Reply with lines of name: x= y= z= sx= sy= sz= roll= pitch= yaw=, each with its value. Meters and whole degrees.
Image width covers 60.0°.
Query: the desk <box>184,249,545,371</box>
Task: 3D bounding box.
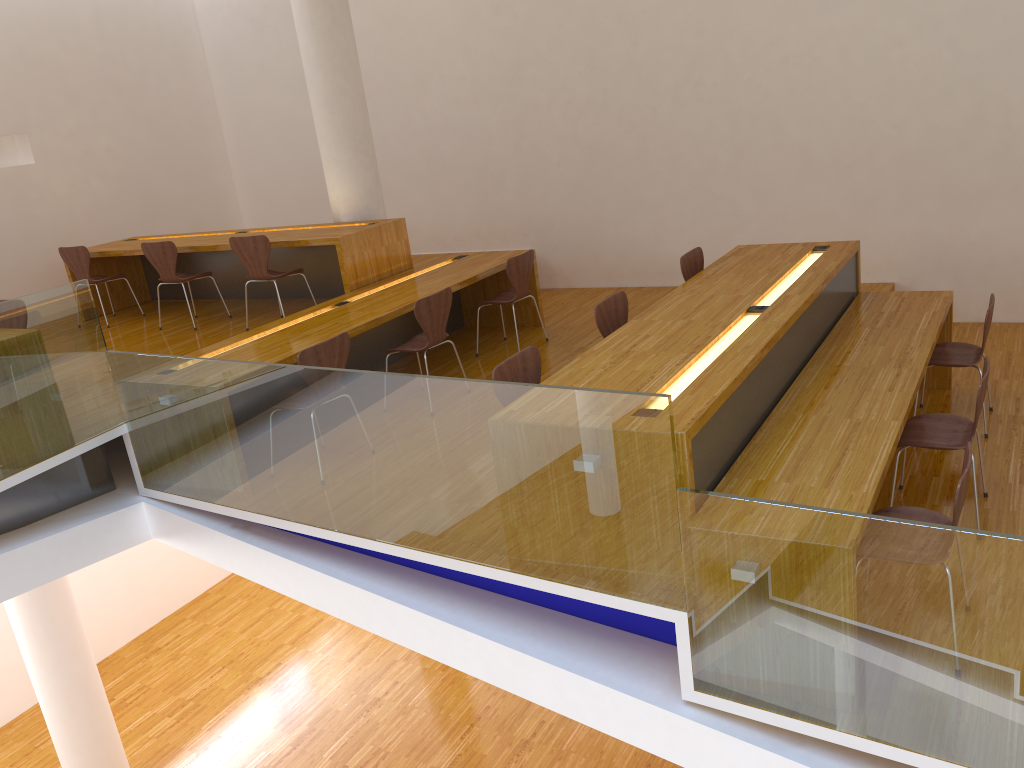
desk: x=-0.896 y=-0.243 z=5.818 sx=0.760 sy=0.606 sz=3.185 roll=3 pitch=21 yaw=31

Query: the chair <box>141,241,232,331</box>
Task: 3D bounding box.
chair: x=-2.555 y=-0.803 z=6.934 sx=0.428 sy=0.693 sz=0.381 roll=3 pitch=21 yaw=31

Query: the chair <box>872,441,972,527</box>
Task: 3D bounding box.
chair: x=1.398 y=0.570 z=3.125 sx=0.381 sy=0.693 sz=0.428 roll=3 pitch=21 yaw=31

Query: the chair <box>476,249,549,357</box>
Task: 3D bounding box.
chair: x=-0.042 y=-0.584 z=6.344 sx=0.381 sy=0.693 sz=0.428 roll=3 pitch=21 yaw=31

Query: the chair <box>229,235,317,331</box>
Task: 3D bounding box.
chair: x=-1.721 y=-0.764 z=6.437 sx=0.428 sy=0.693 sz=0.381 roll=3 pitch=21 yaw=31

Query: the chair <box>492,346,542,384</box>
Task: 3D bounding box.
chair: x=0.203 y=0.218 z=3.718 sx=0.381 sy=0.693 sz=0.428 roll=3 pitch=21 yaw=31

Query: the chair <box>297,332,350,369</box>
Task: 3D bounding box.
chair: x=-1.044 y=0.102 z=4.643 sx=0.381 sy=0.693 sz=0.428 roll=3 pitch=21 yaw=31

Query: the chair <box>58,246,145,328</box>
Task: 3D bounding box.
chair: x=-3.496 y=-0.861 z=7.538 sx=0.428 sy=0.693 sz=0.381 roll=3 pitch=21 yaw=31

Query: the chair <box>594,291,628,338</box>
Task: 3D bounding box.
chair: x=0.684 y=-0.100 z=4.500 sx=0.381 sy=0.693 sz=0.428 roll=3 pitch=21 yaw=31

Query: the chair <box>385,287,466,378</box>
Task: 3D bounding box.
chair: x=-0.563 y=-0.216 z=5.425 sx=0.381 sy=0.693 sz=0.428 roll=3 pitch=21 yaw=31

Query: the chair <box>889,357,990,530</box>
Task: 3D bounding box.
chair: x=1.880 y=0.251 z=3.907 sx=0.381 sy=0.693 sz=0.428 roll=3 pitch=21 yaw=31

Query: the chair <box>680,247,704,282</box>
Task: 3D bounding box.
chair: x=1.271 y=-0.465 z=5.380 sx=0.381 sy=0.693 sz=0.428 roll=3 pitch=21 yaw=31

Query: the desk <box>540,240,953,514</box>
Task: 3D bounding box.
desk: x=1.303 y=0.073 z=4.356 sx=1.285 sy=0.918 sz=3.236 roll=3 pitch=21 yaw=31

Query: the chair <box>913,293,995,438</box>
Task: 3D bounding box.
chair: x=2.401 y=-0.117 z=4.826 sx=0.381 sy=0.693 sz=0.428 roll=3 pitch=21 yaw=31

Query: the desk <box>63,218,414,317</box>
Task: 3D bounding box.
desk: x=-2.318 y=-0.905 z=7.276 sx=3.185 sy=0.606 sz=0.760 roll=3 pitch=21 yaw=31

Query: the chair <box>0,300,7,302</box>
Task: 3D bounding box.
chair: x=-2.774 y=-0.068 z=4.728 sx=0.428 sy=0.693 sz=0.381 roll=3 pitch=21 yaw=31
